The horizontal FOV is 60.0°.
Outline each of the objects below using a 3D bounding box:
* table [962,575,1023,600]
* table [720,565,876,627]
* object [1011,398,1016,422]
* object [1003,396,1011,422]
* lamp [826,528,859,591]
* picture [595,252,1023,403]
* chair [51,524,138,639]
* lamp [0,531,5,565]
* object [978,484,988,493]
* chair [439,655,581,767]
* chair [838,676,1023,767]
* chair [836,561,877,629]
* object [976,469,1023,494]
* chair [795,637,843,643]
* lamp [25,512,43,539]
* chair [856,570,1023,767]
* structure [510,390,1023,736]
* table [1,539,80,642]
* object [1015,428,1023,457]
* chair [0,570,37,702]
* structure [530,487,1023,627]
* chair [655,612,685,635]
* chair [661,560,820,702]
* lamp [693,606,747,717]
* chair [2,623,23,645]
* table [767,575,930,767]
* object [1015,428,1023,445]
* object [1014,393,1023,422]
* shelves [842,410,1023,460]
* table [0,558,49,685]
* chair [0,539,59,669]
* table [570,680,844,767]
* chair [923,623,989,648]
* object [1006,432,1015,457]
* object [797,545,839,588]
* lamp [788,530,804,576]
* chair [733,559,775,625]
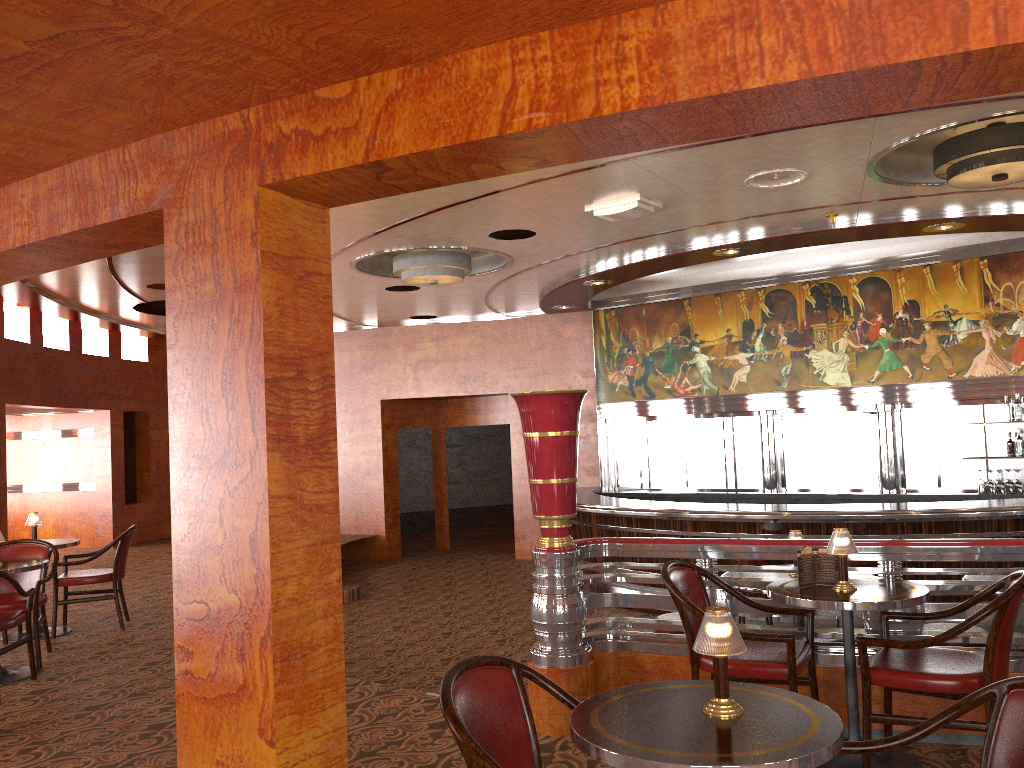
[{"bbox_3d":[2.804,1.485,4.536,0.850,0.960,0.850,-3,-3,17],"label":"table"},{"bbox_3d":[1.628,1.561,4.991,0.850,0.960,0.849,-5,-4,39],"label":"table"},{"bbox_3d":[5.418,0.276,9.536,0.090,0.256,0.090,-1,-3,-32],"label":"object"},{"bbox_3d":[5.298,0.266,9.494,0.067,0.282,0.067,-2,-3,-8],"label":"object"},{"bbox_3d":[1.380,0.730,3.703,0.130,0.250,0.130,0,-4,-42],"label":"lamp"},{"bbox_3d":[3.698,-0.600,10.752,6.258,1.321,0.001,-5,-4,37],"label":"picture"},{"bbox_3d":[-3.378,1.576,7.232,0.615,0.816,0.588,-2,-3,-18],"label":"chair"},{"bbox_3d":[-3.366,1.052,5.759,0.130,0.250,0.130,-1,-3,-31],"label":"lamp"},{"bbox_3d":[5.688,1.069,9.257,1.425,0.134,0.403,-5,-4,43],"label":"object"},{"bbox_3d":[0.149,1.136,2.265,0.615,0.816,0.588,-4,-3,22],"label":"chair"},{"bbox_3d":[0.947,1.088,2.015,0.615,0.816,0.588,-3,-3,17],"label":"chair"},{"bbox_3d":[2.850,1.748,7.335,0.350,0.755,0.350,-2,-3,-12],"label":"chair"},{"bbox_3d":[5.421,1.033,9.398,0.951,0.244,0.396,-5,-4,40],"label":"object"},{"bbox_3d":[1.500,1.636,4.421,0.350,0.755,0.350,-2,-3,-12],"label":"chair"},{"bbox_3d":[-3.809,1.147,7.072,0.130,0.250,0.130,-5,-4,45],"label":"lamp"},{"bbox_3d":[1.735,1.142,3.515,0.615,0.816,0.588,-4,-3,32],"label":"chair"},{"bbox_3d":[2.150,0.161,4.076,4.354,3.603,0.549,-3,-3,11],"label":"structure"},{"bbox_3d":[-3.787,1.631,7.055,0.640,0.720,0.640,-4,-3,27],"label":"table"},{"bbox_3d":[5.403,0.626,9.442,0.078,0.305,0.078,-4,-3,30],"label":"object"},{"bbox_3d":[-3.232,1.457,5.305,0.588,0.816,0.616,-2,-3,-13],"label":"chair"},{"bbox_3d":[2.827,1.721,9.355,7.814,1.046,3.207,-5,-4,37],"label":"structure"},{"bbox_3d":[0.991,1.690,4.970,0.350,0.755,0.350,-2,-3,-4],"label":"chair"},{"bbox_3d":[0.987,1.195,3.880,0.615,0.816,0.588,-4,-3,27],"label":"chair"},{"bbox_3d":[0.513,0.679,2.184,0.130,0.250,0.130,-1,-3,-24],"label":"lamp"},{"bbox_3d":[-4.215,1.592,6.899,0.615,0.816,0.588,-2,-3,-18],"label":"chair"},{"bbox_3d":[1.419,1.215,3.714,0.639,0.720,0.640,-2,-3,-10],"label":"table"},{"bbox_3d":[5.452,0.629,9.517,0.078,0.305,0.206,-4,-3,33],"label":"object"},{"bbox_3d":[5.382,0.247,9.431,0.078,0.305,0.078,-4,-3,27],"label":"object"},{"bbox_3d":[5.028,0.540,9.784,2.595,0.568,0.339,-5,-4,37],"label":"shelves"},{"bbox_3d":[-3.350,1.536,5.740,0.639,0.720,0.640,-1,-3,-27],"label":"table"},{"bbox_3d":[-3.490,1.518,6.166,0.588,0.816,0.616,-2,-3,-13],"label":"chair"},{"bbox_3d":[0.475,1.163,2.127,0.639,0.720,0.640,-2,-3,-1],"label":"table"},{"bbox_3d":[2.220,1.606,4.427,0.350,0.755,0.350,-2,-3,-12],"label":"chair"},{"bbox_3d":[5.366,0.650,9.546,0.080,0.272,0.080,-5,-3,40],"label":"object"},{"bbox_3d":[1.306,0.789,3.852,0.195,0.156,0.169,-2,-3,-3],"label":"object"},{"bbox_3d":[1.617,0.958,5.039,0.130,0.250,0.130,-1,-3,-33],"label":"lamp"},{"bbox_3d":[2.099,1.801,7.696,0.350,0.755,0.350,-3,-3,11],"label":"chair"}]
